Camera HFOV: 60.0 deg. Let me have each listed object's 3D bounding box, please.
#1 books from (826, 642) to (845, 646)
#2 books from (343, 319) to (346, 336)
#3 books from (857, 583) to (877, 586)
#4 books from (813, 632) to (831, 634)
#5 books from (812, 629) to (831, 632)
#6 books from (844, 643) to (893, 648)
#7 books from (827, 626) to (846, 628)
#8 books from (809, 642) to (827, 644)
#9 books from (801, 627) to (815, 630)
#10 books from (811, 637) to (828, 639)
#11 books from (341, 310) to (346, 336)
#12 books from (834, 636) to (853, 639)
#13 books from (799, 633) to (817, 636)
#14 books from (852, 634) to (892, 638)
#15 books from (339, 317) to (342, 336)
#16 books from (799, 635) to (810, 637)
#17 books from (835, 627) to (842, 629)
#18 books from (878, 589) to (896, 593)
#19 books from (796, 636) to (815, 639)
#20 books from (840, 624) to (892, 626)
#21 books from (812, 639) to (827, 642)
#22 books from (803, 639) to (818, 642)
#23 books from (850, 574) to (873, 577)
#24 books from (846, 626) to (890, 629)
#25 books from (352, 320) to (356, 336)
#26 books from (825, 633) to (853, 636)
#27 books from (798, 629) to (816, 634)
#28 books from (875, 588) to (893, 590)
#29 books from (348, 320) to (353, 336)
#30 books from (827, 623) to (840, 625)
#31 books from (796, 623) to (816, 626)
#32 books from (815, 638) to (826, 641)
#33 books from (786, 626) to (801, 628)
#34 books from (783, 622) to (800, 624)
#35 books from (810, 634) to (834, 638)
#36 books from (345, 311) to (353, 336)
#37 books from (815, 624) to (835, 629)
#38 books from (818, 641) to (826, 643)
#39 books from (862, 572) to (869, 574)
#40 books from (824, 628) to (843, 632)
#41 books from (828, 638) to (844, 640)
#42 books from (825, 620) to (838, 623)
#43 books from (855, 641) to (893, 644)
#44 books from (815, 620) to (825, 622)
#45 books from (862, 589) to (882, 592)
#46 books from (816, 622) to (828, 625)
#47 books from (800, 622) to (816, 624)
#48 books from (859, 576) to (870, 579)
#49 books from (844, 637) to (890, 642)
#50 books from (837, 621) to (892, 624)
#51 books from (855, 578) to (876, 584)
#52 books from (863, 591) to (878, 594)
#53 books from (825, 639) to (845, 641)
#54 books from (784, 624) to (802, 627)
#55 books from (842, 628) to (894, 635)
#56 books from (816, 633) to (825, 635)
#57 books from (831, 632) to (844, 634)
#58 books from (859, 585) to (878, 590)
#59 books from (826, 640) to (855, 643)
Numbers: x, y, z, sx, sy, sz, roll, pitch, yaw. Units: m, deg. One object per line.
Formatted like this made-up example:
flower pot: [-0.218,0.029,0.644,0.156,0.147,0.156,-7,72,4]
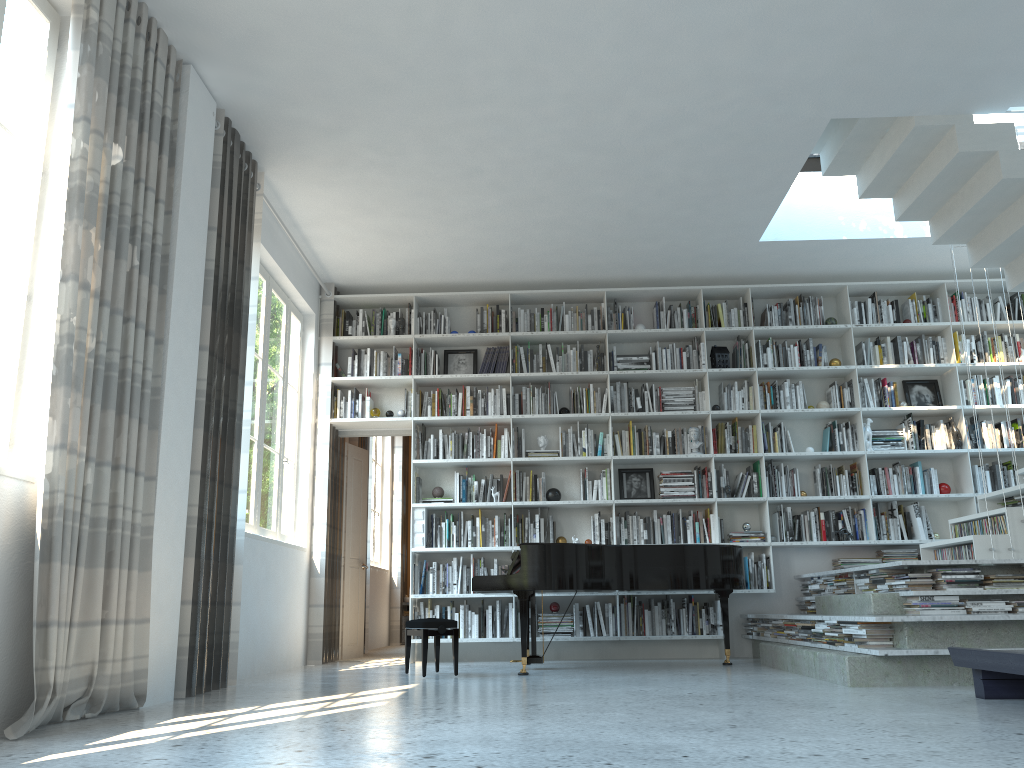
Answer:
books: [1.909,1.475,5.042,0.191,0.016,0.209,-3,-14,6]
books: [-1.484,-0.460,7.950,0.024,0.194,0.167,-1,-14,2]
books: [2.436,1.348,5.966,0.178,0.015,0.188,-3,-14,6]
books: [1.930,1.498,5.347,0.171,0.007,0.261,-2,-14,5]
books: [1.928,1.487,5.350,0.180,0.016,0.183,-1,-14,-1]
books: [1.908,1.399,4.747,0.184,0.017,0.231,-2,-14,4]
books: [1.925,1.385,5.064,0.175,0.006,0.252,-1,-14,2]
books: [1.919,1.555,5.333,0.193,0.005,0.225,0,-14,-2]
books: [1.953,1.555,5.648,0.142,0.017,0.240,0,-14,-2]
books: [1.931,1.527,5.340,0.180,0.008,0.268,-1,-14,1]
books: [-1.503,-0.504,7.959,0.014,0.285,0.175,-1,-14,2]
books: [1.936,1.440,5.050,0.154,0.014,0.197,-1,-14,2]
books: [1.940,1.593,5.639,0.177,0.011,0.220,-2,-14,4]
books: [1.932,1.350,4.758,0.137,0.019,0.225,-2,-14,3]
books: [-1.521,-0.471,7.961,0.023,0.222,0.151,-1,-14,2]
books: [1.949,1.602,5.637,0.147,0.008,0.291,0,-14,-2]
books: [1.938,1.392,5.061,0.133,0.009,0.210,-2,-14,5]
books: [2.442,1.321,5.657,0.142,0.020,0.231,-2,-14,6]
books: [1.931,1.611,5.635,0.189,0.009,0.291,-2,-14,5]
books: [1.905,1.296,4.772,0.176,0.010,0.267,0,-14,-2]
books: [1.935,1.542,5.336,0.171,0.005,0.298,-1,-14,1]
books: [1.952,1.627,5.630,0.142,0.012,0.292,-2,-14,5]
books: [2.427,1.290,5.980,0.192,0.014,0.257,0,-14,-2]
books: [1.912,1.308,4.769,0.165,0.015,0.243,-2,-14,5]
books: [-1.402,-0.457,7.968,0.031,0.195,0.145,-1,-14,2]
books: [1.915,1.427,5.054,0.191,0.015,0.247,-2,-14,3]
books: [1.942,1.576,5.643,0.160,0.025,0.244,0,-14,-3]
books: [2.438,1.308,5.660,0.154,0.007,0.293,-2,-14,5]
books: [-1.432,-0.458,7.944,0.028,0.186,0.182,-1,-14,2]
books: [1.915,1.370,5.068,0.178,0.010,0.196,-3,-14,6]
books: [1.940,1.532,5.654,0.170,0.014,0.281,-1,-14,-1]
books: [1.937,1.535,5.338,0.159,0.009,0.276,-2,-14,5]
books: [1.958,1.629,5.950,0.169,0.009,0.242,-1,-14,2]
books: [1.946,1.606,5.956,0.179,0.012,0.250,-1,-14,-1]
books: [1.925,1.517,5.342,0.189,0.013,0.215,-1,-14,0]
books: [-1.460,-0.498,7.953,0.025,0.268,0.177,-1,-14,2]
books: [1.942,1.465,5.355,0.141,0.028,0.223,0,-14,-3]
books: [1.940,1.549,5.334,0.147,0.008,0.237,-2,-14,6]
books: [2.457,1.275,5.983,0.134,0.014,0.182,-3,-14,6]
books: [1.917,1.403,5.060,0.168,0.013,0.282,0,-14,-3]
books: [1.928,1.450,5.048,0.170,0.006,0.269,-1,-14,2]
books: [1.914,1.358,5.071,0.182,0.016,0.257,-2,-14,5]
books: [1.937,1.383,4.749,0.132,0.014,0.206,-1,-14,2]
books: [1.940,1.432,5.363,0.157,0.014,0.216,-2,-14,4]
books: [2.465,1.384,5.956,0.136,0.013,0.259,-1,-14,2]
books: [1.940,1.445,5.359,0.139,0.013,0.289,-2,-14,6]
books: [1.953,1.522,5.656,0.157,0.007,0.269,-1,-14,2]
books: [2.451,1.304,5.976,0.145,0.017,0.209,0,-14,-3]
books: [1.901,1.368,4.754,0.187,0.017,0.206,-3,-14,6]
books: [1.897,1.284,4.775,0.192,0.014,0.257,0,-14,-2]
books: [2.441,1.327,5.971,0.174,0.029,0.251,-1,-14,0]
books: [2.456,1.398,5.953,0.132,0.016,0.263,-2,-14,6]
books: [1.913,1.456,5.047,0.191,0.006,0.276,-2,-14,4]
books: [1.949,1.619,5.953,0.165,0.014,0.236,0,-14,-3]
books: [1.912,1.328,4.764,0.156,0.027,0.288,0,-14,-3]
books: [1.948,1.506,5.344,0.145,0.010,0.267,-1,-14,1]
books: [1.928,1.417,5.056,0.150,0.004,0.291,-2,-14,5]
books: [2.448,1.367,5.961,0.167,0.024,0.193,-2,-14,3]
books: [1.920,1.463,5.045,0.178,0.009,0.277,-1,-14,0]
